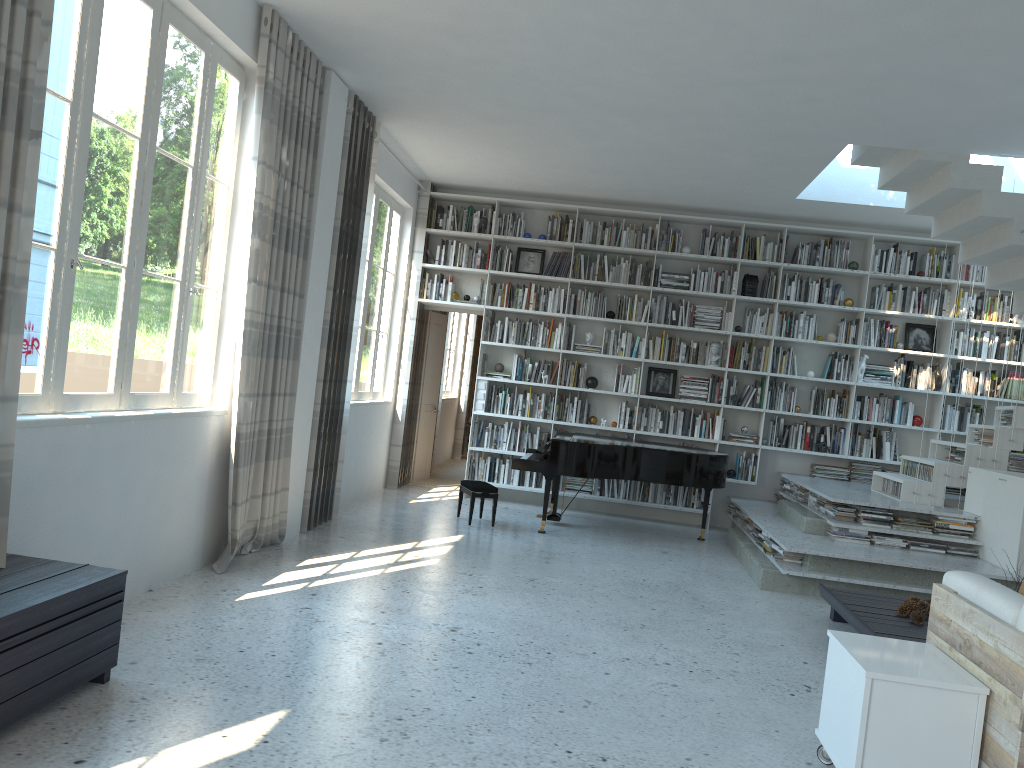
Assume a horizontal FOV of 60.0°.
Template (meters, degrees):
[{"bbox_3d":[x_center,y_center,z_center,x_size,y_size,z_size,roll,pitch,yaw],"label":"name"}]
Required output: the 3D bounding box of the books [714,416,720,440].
[{"bbox_3d":[2.096,0.446,9.112,0.033,0.246,0.176,7,1,6],"label":"books"}]

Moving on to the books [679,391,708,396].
[{"bbox_3d":[1.869,0.097,9.162,0.285,0.012,0.159,7,0,6],"label":"books"}]

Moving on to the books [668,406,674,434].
[{"bbox_3d":[1.638,0.370,9.180,0.026,0.292,0.152,7,1,6],"label":"books"}]

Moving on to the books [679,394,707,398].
[{"bbox_3d":[1.865,0.120,9.150,0.285,0.012,0.159,7,0,11],"label":"books"}]

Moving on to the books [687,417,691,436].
[{"bbox_3d":[1.824,0.437,9.164,0.021,0.203,0.128,7,1,6],"label":"books"}]

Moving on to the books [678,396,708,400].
[{"bbox_3d":[1.862,0.144,9.150,0.285,0.012,0.159,7,0,1],"label":"books"}]

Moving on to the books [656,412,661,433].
[{"bbox_3d":[1.516,0.394,9.180,0.023,0.217,0.174,7,1,6],"label":"books"}]

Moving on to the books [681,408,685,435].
[{"bbox_3d":[1.764,0.388,9.180,0.014,0.286,0.134,7,1,6],"label":"books"}]

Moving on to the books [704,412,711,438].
[{"bbox_3d":[2.007,0.423,9.137,0.026,0.272,0.175,7,1,6],"label":"books"}]

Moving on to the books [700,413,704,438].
[{"bbox_3d":[1.954,0.425,9.156,0.014,0.256,0.145,7,1,6],"label":"books"}]

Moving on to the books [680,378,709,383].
[{"bbox_3d":[1.884,-0.035,9.154,0.285,0.012,0.159,7,0,8],"label":"books"}]

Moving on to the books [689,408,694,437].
[{"bbox_3d":[1.844,0.392,9.152,0.012,0.297,0.177,7,1,6],"label":"books"}]

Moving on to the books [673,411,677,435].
[{"bbox_3d":[1.687,0.404,9.176,0.031,0.237,0.159,7,1,6],"label":"books"}]

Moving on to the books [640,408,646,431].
[{"bbox_3d":[1.358,0.367,9.199,0.027,0.234,0.167,7,1,6],"label":"books"}]

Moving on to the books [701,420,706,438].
[{"bbox_3d":[1.966,0.463,9.130,0.023,0.183,0.169,7,1,6],"label":"books"}]

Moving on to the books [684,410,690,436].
[{"bbox_3d":[1.801,0.403,9.152,0.028,0.264,0.161,7,1,6],"label":"books"}]

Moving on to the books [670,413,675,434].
[{"bbox_3d":[1.660,0.409,9.187,0.025,0.220,0.140,7,1,6],"label":"books"}]

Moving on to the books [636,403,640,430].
[{"bbox_3d":[1.304,0.335,9.225,0.012,0.285,0.159,7,1,6],"label":"books"}]

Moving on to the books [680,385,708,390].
[{"bbox_3d":[1.875,0.037,9.148,0.285,0.012,0.159,7,0,11],"label":"books"}]

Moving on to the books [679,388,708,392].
[{"bbox_3d":[1.872,0.061,9.149,0.285,0.012,0.159,7,0,11],"label":"books"}]

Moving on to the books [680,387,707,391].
[{"bbox_3d":[1.874,0.049,9.149,0.254,0.012,0.161,7,0,1],"label":"books"}]

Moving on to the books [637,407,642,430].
[{"bbox_3d":[1.321,0.358,9.221,0.029,0.244,0.154,7,1,6],"label":"books"}]

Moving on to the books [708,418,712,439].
[{"bbox_3d":[2.036,0.456,9.123,0.042,0.212,0.169,7,1,6],"label":"books"}]

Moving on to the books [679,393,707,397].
[{"bbox_3d":[1.867,0.108,9.151,0.254,0.012,0.161,7,0,1],"label":"books"}]

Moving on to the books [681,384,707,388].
[{"bbox_3d":[1.877,0.025,9.153,0.254,0.012,0.161,7,0,9],"label":"books"}]

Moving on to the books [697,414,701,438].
[{"bbox_3d":[1.919,0.432,9.140,0.023,0.234,0.174,7,1,6],"label":"books"}]

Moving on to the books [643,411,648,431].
[{"bbox_3d":[1.383,0.383,9.208,0.024,0.208,0.170,7,1,6],"label":"books"}]

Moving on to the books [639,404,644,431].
[{"bbox_3d":[1.342,0.344,9.211,0.011,0.275,0.146,7,1,6],"label":"books"}]

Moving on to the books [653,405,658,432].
[{"bbox_3d":[1.481,0.357,9.188,0.013,0.282,0.166,7,1,6],"label":"books"}]

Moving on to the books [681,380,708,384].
[{"bbox_3d":[1.882,-0.023,9.150,0.254,0.012,0.161,7,0,2],"label":"books"}]

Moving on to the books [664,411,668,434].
[{"bbox_3d":[1.592,0.396,9.185,0.013,0.230,0.139,7,1,6],"label":"books"}]

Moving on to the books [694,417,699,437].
[{"bbox_3d":[1.894,0.444,9.143,0.023,0.204,0.167,7,1,6],"label":"books"}]

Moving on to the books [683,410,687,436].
[{"bbox_3d":[1.783,0.402,9.161,0.010,0.261,0.181,7,1,6],"label":"books"}]

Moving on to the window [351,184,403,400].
[{"bbox_3d":[-1.331,-0.828,8.180,0.073,2.009,1.983,7,1,6],"label":"window"}]

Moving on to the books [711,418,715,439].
[{"bbox_3d":[2.062,0.457,9.122,0.011,0.216,0.166,7,1,6],"label":"books"}]

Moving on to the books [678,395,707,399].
[{"bbox_3d":[1.865,0.132,9.160,0.285,0.012,0.159,7,0,5],"label":"books"}]

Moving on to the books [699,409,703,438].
[{"bbox_3d":[1.942,0.404,9.149,0.014,0.294,0.137,7,1,6],"label":"books"}]

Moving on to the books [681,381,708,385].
[{"bbox_3d":[1.881,-0.011,9.152,0.254,0.012,0.161,7,0,3],"label":"books"}]

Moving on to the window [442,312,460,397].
[{"bbox_3d":[-0.899,-0.803,12.125,0.073,2.009,1.983,7,1,6],"label":"window"}]

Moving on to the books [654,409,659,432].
[{"bbox_3d":[1.498,0.378,9.204,0.021,0.244,0.141,7,1,6],"label":"books"}]

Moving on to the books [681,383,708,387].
[{"bbox_3d":[1.878,0.013,9.153,0.254,0.012,0.161,7,0,3],"label":"books"}]

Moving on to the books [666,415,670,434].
[{"bbox_3d":[1.607,0.415,9.171,0.023,0.196,0.165,7,1,6],"label":"books"}]

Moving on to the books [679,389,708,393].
[{"bbox_3d":[1.871,0.073,9.156,0.285,0.012,0.159,7,0,8],"label":"books"}]

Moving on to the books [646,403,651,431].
[{"bbox_3d":[1.414,0.345,9.222,0.027,0.290,0.140,7,1,6],"label":"books"}]

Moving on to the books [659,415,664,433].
[{"bbox_3d":[1.539,0.413,9.173,0.029,0.184,0.174,7,1,6],"label":"books"}]

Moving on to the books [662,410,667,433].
[{"bbox_3d":[1.571,0.390,9.177,0.029,0.238,0.165,7,1,6],"label":"books"}]

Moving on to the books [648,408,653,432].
[{"bbox_3d":[1.436,0.369,9.213,0.024,0.247,0.132,7,1,6],"label":"books"}]

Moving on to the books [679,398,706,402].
[{"bbox_3d":[1.860,0.168,9.154,0.254,0.012,0.161,7,0,2],"label":"books"}]

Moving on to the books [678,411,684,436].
[{"bbox_3d":[1.739,0.405,9.159,0.026,0.245,0.191,7,1,6],"label":"books"}]

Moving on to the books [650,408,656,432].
[{"bbox_3d":[1.460,0.373,9.193,0.027,0.246,0.179,7,1,6],"label":"books"}]

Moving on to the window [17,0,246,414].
[{"bbox_3d":[-15.437,-9.886,15.102,32.795,18.544,18.532,7,1,10],"label":"window"}]

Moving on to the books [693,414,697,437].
[{"bbox_3d":[1.878,0.427,9.156,0.014,0.235,0.154,7,1,6],"label":"books"}]

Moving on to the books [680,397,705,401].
[{"bbox_3d":[1.862,0.156,9.158,0.254,0.012,0.161,7,0,8],"label":"books"}]

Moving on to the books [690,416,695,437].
[{"bbox_3d":[1.857,0.438,9.148,0.024,0.207,0.183,7,1,6],"label":"books"}]

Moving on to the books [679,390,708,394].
[{"bbox_3d":[1.870,0.085,9.159,0.285,0.012,0.159,7,0,7],"label":"books"}]

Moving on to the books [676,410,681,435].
[{"bbox_3d":[1.717,0.398,9.188,0.025,0.254,0.136,7,1,6],"label":"books"}]

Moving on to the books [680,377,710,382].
[{"bbox_3d":[1.885,-0.047,9.147,0.285,0.012,0.159,7,0,1],"label":"books"}]

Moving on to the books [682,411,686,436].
[{"bbox_3d":[1.773,0.406,9.173,0.011,0.251,0.158,7,1,6],"label":"books"}]

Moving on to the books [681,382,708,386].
[{"bbox_3d":[1.879,0.001,9.151,0.254,0.012,0.161,7,0,2],"label":"books"}]
